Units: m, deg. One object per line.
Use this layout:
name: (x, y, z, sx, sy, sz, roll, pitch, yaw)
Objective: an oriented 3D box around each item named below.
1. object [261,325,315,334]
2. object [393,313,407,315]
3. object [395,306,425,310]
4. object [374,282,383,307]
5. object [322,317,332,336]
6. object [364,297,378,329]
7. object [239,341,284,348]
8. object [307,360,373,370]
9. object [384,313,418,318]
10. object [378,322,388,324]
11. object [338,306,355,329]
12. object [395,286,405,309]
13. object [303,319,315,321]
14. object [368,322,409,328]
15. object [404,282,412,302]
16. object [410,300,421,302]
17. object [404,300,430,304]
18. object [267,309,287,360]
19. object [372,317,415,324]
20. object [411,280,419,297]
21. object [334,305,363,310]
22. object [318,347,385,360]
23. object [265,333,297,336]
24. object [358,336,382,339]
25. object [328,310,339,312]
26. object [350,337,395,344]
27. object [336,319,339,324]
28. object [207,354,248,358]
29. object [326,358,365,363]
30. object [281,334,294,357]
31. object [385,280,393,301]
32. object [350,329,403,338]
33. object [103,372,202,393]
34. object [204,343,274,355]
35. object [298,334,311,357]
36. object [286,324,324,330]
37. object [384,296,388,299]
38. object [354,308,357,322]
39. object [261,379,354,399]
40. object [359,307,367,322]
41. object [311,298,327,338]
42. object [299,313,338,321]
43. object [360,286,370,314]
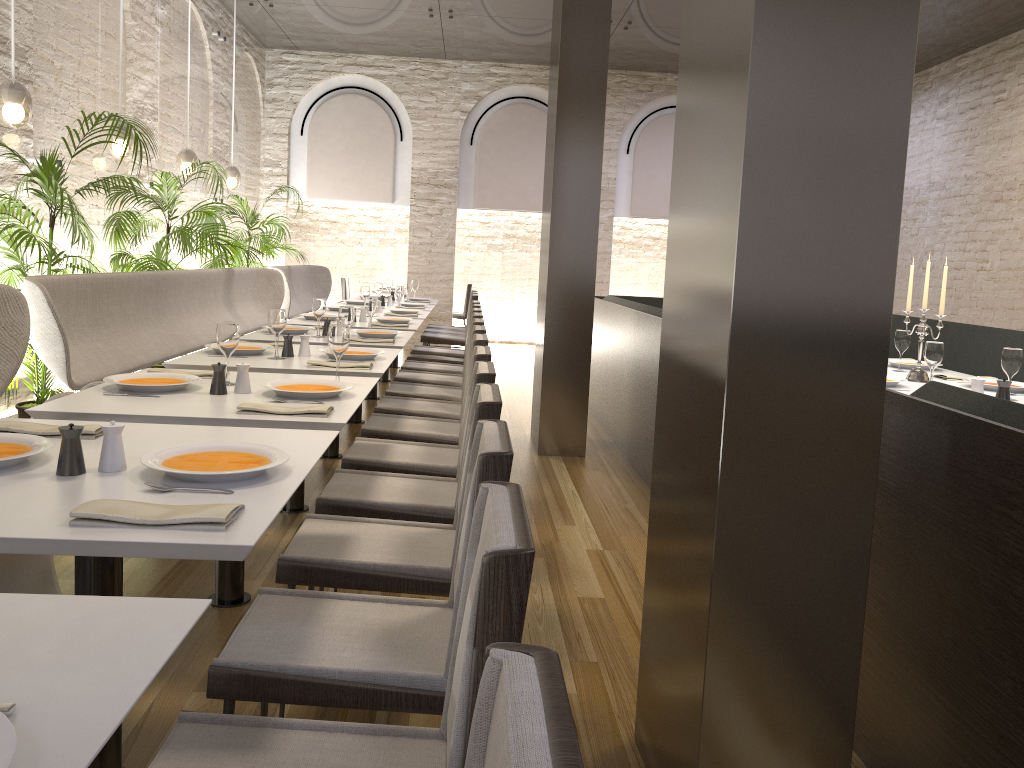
object: (-1.365, -0.329, 5.415, 0.322, 0.036, 0.323, -1, 9, -25)
object: (-0.933, -0.595, 7.535, 0.181, 0.015, 0.038, 3, 8, -1)
object: (-0.973, -0.726, 8.456, 0.273, 0.033, 0.143, 2, 8, -3)
object: (-1.298, -0.870, 8.607, 0.086, 0.230, 0.086, 6, 7, 27)
object: (-1.117, -0.348, 5.356, 0.059, 0.109, 0.059, 2, 6, -11)
object: (-0.906, -0.443, 5.687, 0.087, 0.230, 0.086, 8, 8, 39)
object: (-1.310, -0.206, 4.602, 0.273, 0.033, 0.143, 2, 8, -3)
object: (-0.760, -0.085, 3.929, 0.273, 0.033, 0.143, 2, 8, -3)
object: (-0.921, -0.570, 7.359, 0.273, 0.033, 0.143, 2, 8, -3)
object: (-0.881, -0.437, 6.423, 0.181, 0.015, 0.038, 3, 8, -1)
object: (-0.853, -0.284, 4.558, 0.086, 0.230, 0.086, 3, 6, 3)
object: (-1.014, -0.768, 7.980, 0.086, 0.230, 0.086, 6, 7, 27)
object: (-1.417, -0.458, 6.397, 0.185, 0.010, 0.017, 2, 7, -3)
object: (-0.869, -0.413, 6.248, 0.273, 0.033, 0.143, 2, 8, -3)
object: (-1.066, -0.923, 9.070, 0.086, 0.230, 0.086, 6, 7, 27)
object: (-1.038, -0.911, 9.765, 0.181, 0.015, 0.038, 3, 8, -1)
object: (-1.027, -0.886, 9.589, 0.273, 0.033, 0.143, 2, 8, -3)
object: (-1.086, -0.231, 4.094, 0.086, 0.230, 0.086, -3, 8, -45)
object: (-0.884, -0.471, 6.605, 0.322, 0.036, 0.323, -1, 9, -25)
object: (-1.118, -1.081, 10.191, 0.086, 0.230, 0.086, 6, 7, 27)
object: (-1.471, -0.692, 8.032, 0.273, 0.033, 0.143, 2, 8, -3)
object: (-0.775, -0.142, 4.286, 0.321, 0.036, 0.323, 0, 8, -20)
object: (-1.362, -0.293, 5.233, 0.185, 0.010, 0.017, 2, 7, -3)
object: (-0.826, -0.272, 5.259, 0.181, 0.015, 0.038, 3, 8, -1)
object: (-1.469, -0.615, 7.509, 0.185, 0.010, 0.017, 2, 7, -3)
object: (-0.814, -0.248, 5.084, 0.273, 0.033, 0.143, 2, 8, -3)
object: (-1.049, -0.351, 5.405, 0.059, 0.109, 0.059, 2, 6, -11)
object: (-1.307, -0.129, 4.078, 0.185, 0.010, 0.017, 2, 7, -3)
object: (-0.771, -0.109, 4.104, 0.181, 0.015, 0.038, 3, 8, -1)
object: (-1.062, -0.184, 4.202, 0.059, 0.109, 0.059, 2, 6, -11)
object: (-1.351, -1.028, 9.727, 0.086, 0.230, 0.086, 6, 7, 27)
object: (-0.829, -0.306, 5.440, 0.322, 0.036, 0.323, -1, 9, -25)
object: (-1.256, -0.002, 3.104, 0.322, 0.036, 0.322, 8, 9, 32)
object: (-1.311, -0.165, 4.261, 0.321, 0.036, 0.323, 0, 8, -20)
object: (-0.994, -0.188, 4.251, 0.059, 0.109, 0.059, 2, 6, -11)
object: (-1.364, -0.369, 5.756, 0.273, 0.033, 0.143, 2, 8, -3)
object: (-1.577, -1.007, 10.262, 0.273, 0.033, 0.143, 2, 8, -3)
object: (-1.172, -0.513, 6.520, 0.059, 0.109, 0.059, 2, 6, -11)
object: (-0.720, 0.022, 3.130, 0.322, 0.036, 0.322, 8, 9, 32)
object: (-1.104, -0.516, 6.569, 0.059, 0.109, 0.059, 2, 6, -11)
object: (-1.139, -0.391, 5.223, 0.087, 0.230, 0.086, 8, 8, 39)
object: (-1.420, -0.494, 6.579, 0.322, 0.036, 0.323, -1, 9, -25)
object: (-1.247, -0.715, 7.516, 0.086, 0.230, 0.086, 6, 7, 27)
